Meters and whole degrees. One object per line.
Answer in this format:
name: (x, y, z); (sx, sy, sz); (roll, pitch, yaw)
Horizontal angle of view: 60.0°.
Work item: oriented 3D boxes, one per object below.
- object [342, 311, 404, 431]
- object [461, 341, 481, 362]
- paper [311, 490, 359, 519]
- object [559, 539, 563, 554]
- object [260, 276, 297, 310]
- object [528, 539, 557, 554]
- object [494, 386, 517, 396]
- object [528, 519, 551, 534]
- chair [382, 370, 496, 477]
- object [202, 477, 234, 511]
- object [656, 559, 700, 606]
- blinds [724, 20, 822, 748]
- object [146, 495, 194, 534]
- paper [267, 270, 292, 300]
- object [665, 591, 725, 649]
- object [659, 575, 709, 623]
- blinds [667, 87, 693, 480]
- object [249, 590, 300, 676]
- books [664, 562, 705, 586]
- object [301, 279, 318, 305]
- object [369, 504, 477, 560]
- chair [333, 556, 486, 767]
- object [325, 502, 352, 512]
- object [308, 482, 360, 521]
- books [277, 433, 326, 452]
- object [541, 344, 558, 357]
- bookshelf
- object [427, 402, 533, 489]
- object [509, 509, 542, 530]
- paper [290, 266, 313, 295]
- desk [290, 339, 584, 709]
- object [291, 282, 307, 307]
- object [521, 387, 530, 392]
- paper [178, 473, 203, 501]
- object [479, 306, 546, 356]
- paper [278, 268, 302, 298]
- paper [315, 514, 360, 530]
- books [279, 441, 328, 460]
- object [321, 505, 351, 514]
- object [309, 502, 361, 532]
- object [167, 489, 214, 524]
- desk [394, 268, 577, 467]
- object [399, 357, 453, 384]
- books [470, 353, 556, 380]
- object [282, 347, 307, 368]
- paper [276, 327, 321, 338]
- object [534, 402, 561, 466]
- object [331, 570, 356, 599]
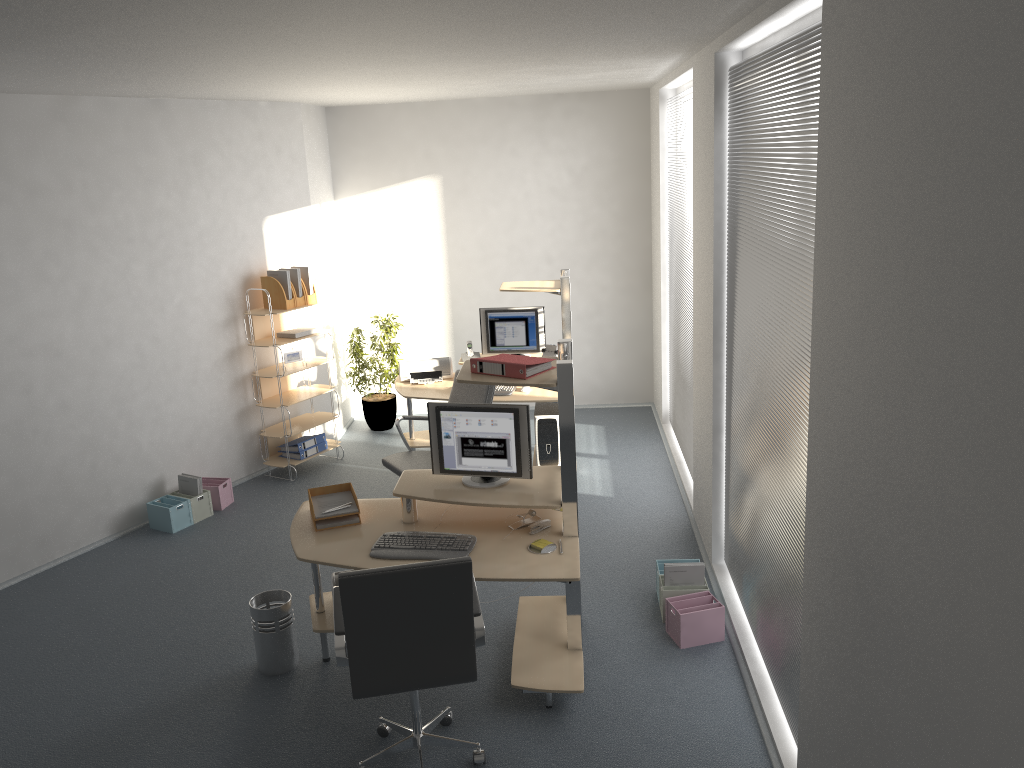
object: (-1.252, -0.122, 8.371); (0.544, 1.147, 0.644); (6, 17, 32)
object: (-0.337, -0.270, 7.146); (0.150, 0.151, 0.119); (-6, 15, -10)
paper: (-0.908, 0.611, 4.516); (0.210, 0.010, 0.297); (-7, 15, -16)
object: (0.222, 0.739, 4.044); (0.011, 0.011, 0.158); (-3, 14, 1)
object: (-1.869, -0.736, 7.100); (0.243, 0.259, 0.113); (5, 17, 28)
object: (0.139, 0.735, 4.045); (0.132, 0.026, 0.132); (-2, 15, 4)
object: (-0.156, -0.002, 7.055); (0.478, 0.082, 0.814); (0, 15, 11)
object: (0.132, 0.678, 4.234); (0.134, 0.042, 0.022); (-17, 20, -42)
chair: (-0.480, 0.503, 5.958); (0.652, 1.048, 0.584); (-11, 17, -29)
object: (-2.285, 0.840, 6.755); (0.245, 0.202, 0.185); (0, 15, 12)
object: (0.944, 1.122, 4.998); (0.245, 0.202, 0.185); (-2, 15, 4)
blinds: (1.140, -0.052, 3.969); (0.022, 2.770, 1.950); (-2, 15, 4)
object: (-2.466, 0.942, 6.399); (0.245, 0.202, 0.185); (5, 17, 30)
paper: (-1.862, -0.760, 7.113); (0.213, 0.297, 0.045); (5, 17, 28)
object: (0.947, 1.225, 4.599); (0.245, 0.202, 0.185); (-7, 15, -13)
object: (0.933, 1.169, 4.819); (0.245, 0.202, 0.185); (-2, 15, 4)
blinds: (1.301, -0.762, 6.674); (0.037, 2.749, 1.950); (-2, 15, 4)
object: (-1.210, 1.269, 4.523); (0.208, 0.377, 0.208); (-16, 19, -41)
books: (0.928, 1.105, 4.787); (0.220, 0.306, 0.068); (-2, 15, 4)
object: (-1.740, -0.796, 7.303); (0.243, 0.259, 0.113); (7, 17, 33)
object: (-0.356, 0.702, 4.375); (0.478, 0.082, 0.814); (0, 15, 11)
chair: (-0.416, 1.098, 3.648); (0.584, 1.048, 0.652); (-5, 15, -9)
object: (-0.870, 0.619, 4.447); (0.159, 0.009, 0.008); (-15, 19, -39)
object: (-0.909, 0.595, 4.513); (0.225, 0.060, 0.309); (-7, 15, -16)
books: (-1.773, 0.490, 7.462); (0.263, 0.100, 0.320); (6, 17, 31)
object: (0.304, -0.236, 6.912); (0.154, 0.135, 0.093); (9, 19, 39)
bookshelf: (-1.798, -0.049, 7.336); (0.381, 1.572, 0.724); (6, 17, 30)
object: (-0.132, 0.284, 4.432); (0.516, 0.418, 0.245); (4, 16, 25)
object: (0.062, 0.651, 4.309); (0.159, 0.064, 0.054); (-11, 16, -28)
paper: (-1.731, -0.820, 7.316); (0.213, 0.297, 0.045); (7, 17, 33)
desk: (-0.418, 0.675, 4.250); (1.469, 1.566, 0.967); (-2, 15, 4)
object: (-1.809, -0.766, 7.204); (0.243, 0.259, 0.113); (6, 17, 31)
object: (0.185, -0.025, 7.059); (0.168, 0.088, 0.742); (-1, 15, 6)
paper: (-2.369, 0.825, 6.548); (0.220, 0.306, 0.068); (5, 17, 30)
object: (0.027, -0.418, 7.109); (0.516, 0.418, 0.245); (2, 15, 18)
paper: (-1.800, -0.790, 7.216); (0.213, 0.297, 0.045); (6, 17, 31)
paper: (-0.905, 0.662, 4.529); (0.210, 0.019, 0.297); (-7, 15, -16)
books: (-1.762, 0.544, 7.471); (0.262, 0.072, 0.320); (6, 17, 31)
object: (-0.878, 0.626, 4.419); (0.159, 0.009, 0.008); (-12, 17, -31)
object: (-0.906, 0.649, 4.527); (0.225, 0.060, 0.309); (-7, 15, -16)
object: (-2.374, 0.897, 6.554); (0.245, 0.202, 0.185); (5, 17, 30)
desk: (-0.255, -0.033, 6.948); (1.469, 1.566, 0.967); (-2, 15, 4)
object: (-0.700, -0.108, 7.205); (0.438, 0.162, 0.351); (-4, 15, -4)
books: (0.007, -0.101, 4.243); (0.320, 0.072, 0.262); (7, 18, 35)
object: (-1.793, -0.221, 7.272); (0.192, 0.161, 0.077); (-15, 19, -39)
paper: (-1.757, -0.426, 7.316); (0.213, 0.046, 0.297); (6, 17, 30)
object: (0.287, 0.386, 6.945); (0.199, 0.422, 0.471); (-2, 15, 4)
object: (-0.693, 1.054, 4.514); (0.438, 0.162, 0.351); (-6, 15, -11)
